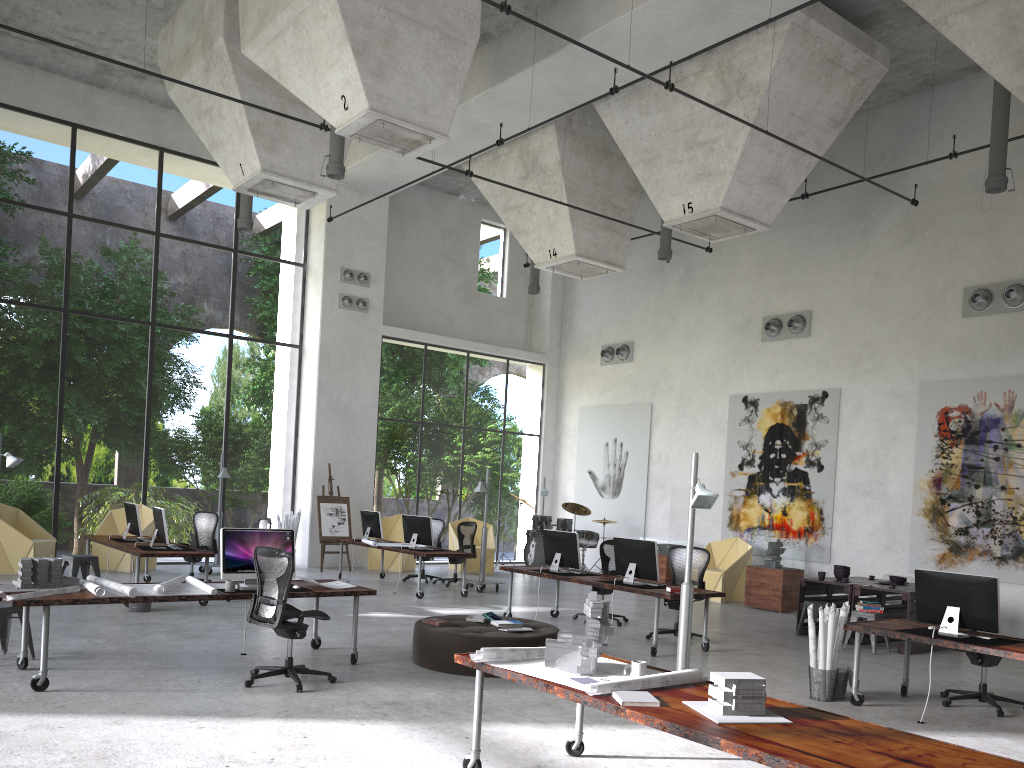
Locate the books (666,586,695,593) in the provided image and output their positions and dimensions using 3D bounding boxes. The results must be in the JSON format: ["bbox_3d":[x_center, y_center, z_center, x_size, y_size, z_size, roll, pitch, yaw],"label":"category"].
[{"bbox_3d":[1.917,2.348,10.025,0.285,0.052,0.203,4,-7,-6],"label":"books"}]

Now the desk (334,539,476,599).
[{"bbox_3d":[-1.931,3.150,15.137,0.979,0.723,3.130,6,-7,-37],"label":"desk"}]

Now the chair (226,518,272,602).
[{"bbox_3d":[-3.770,2.508,12.638,0.768,1.185,0.796,2,-2,41],"label":"chair"}]

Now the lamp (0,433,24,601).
[{"bbox_3d":[-6.655,1.704,11.322,0.597,2.153,0.578,3,0,-5],"label":"lamp"}]

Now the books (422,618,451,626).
[{"bbox_3d":[-0.760,2.397,8.849,0.254,0.032,0.176,-3,-9,43],"label":"books"}]

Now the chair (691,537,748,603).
[{"bbox_3d":[3.815,3.363,16.009,0.939,1.169,0.978,5,-3,-39],"label":"chair"}]

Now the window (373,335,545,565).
[{"bbox_3d":[-1.127,1.683,20.037,4.585,4.893,0.020,5,-1,-38],"label":"window"}]

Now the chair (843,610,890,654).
[{"bbox_3d":[4.508,3.129,11.129,0.439,0.489,0.419,6,-3,-43],"label":"chair"}]

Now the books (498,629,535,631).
[{"bbox_3d":[0.045,2.426,8.666,0.301,0.031,0.220,6,-7,-23],"label":"books"}]

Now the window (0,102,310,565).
[{"bbox_3d":[-6.755,-0.494,16.477,5.991,7.852,0.067,5,0,-38],"label":"window"}]

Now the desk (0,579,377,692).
[{"bbox_3d":[-2.868,2.220,8.002,3.147,0.723,0.973,8,-6,-38],"label":"desk"}]

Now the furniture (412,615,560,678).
[{"bbox_3d":[-0.259,2.663,9.000,1.516,0.428,1.509,8,-8,-36],"label":"furniture"}]

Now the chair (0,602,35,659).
[{"bbox_3d":[-4.580,2.216,7.836,0.419,0.489,0.440,2,-3,25],"label":"chair"}]

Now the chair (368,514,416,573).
[{"bbox_3d":[-2.470,3.284,18.222,0.978,1.169,0.939,3,-2,11],"label":"chair"}]

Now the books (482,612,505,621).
[{"bbox_3d":[-0.191,2.445,9.180,0.204,0.103,0.145,-1,-6,37],"label":"books"}]

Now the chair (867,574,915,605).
[{"bbox_3d":[5.716,3.298,13.231,0.692,0.819,0.777,1,-3,37],"label":"chair"}]

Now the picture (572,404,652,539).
[{"bbox_3d":[2.244,2.009,20.103,0.020,3.019,2.333,2,-1,-38],"label":"picture"}]

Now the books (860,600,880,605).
[{"bbox_3d":[4.536,2.771,11.140,0.204,0.025,0.145,2,-7,8],"label":"books"}]

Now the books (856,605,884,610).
[{"bbox_3d":[4.532,2.832,11.140,0.284,0.033,0.199,4,-7,-7],"label":"books"}]

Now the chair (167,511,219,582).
[{"bbox_3d":[-4.952,2.576,13.721,0.769,1.185,0.796,3,-2,16],"label":"chair"}]

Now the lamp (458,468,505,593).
[{"bbox_3d":[-0.477,2.538,15.320,0.598,2.153,0.577,3,0,-38],"label":"lamp"}]

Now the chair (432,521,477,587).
[{"bbox_3d":[-1.017,3.073,15.980,0.791,1.185,0.774,3,-2,16],"label":"chair"}]

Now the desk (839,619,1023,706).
[{"bbox_3d":[4.302,2.510,7.101,0.969,0.723,3.131,6,-7,-37],"label":"desk"}]

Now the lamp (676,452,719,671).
[{"bbox_3d":[1.388,1.617,6.957,0.580,2.153,0.595,3,0,-13],"label":"lamp"}]

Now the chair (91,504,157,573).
[{"bbox_3d":[-6.831,2.714,15.562,0.978,1.169,0.938,3,-2,8],"label":"chair"}]

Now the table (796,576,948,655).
[{"bbox_3d":[5.040,3.122,12.020,1.514,0.794,1.601,7,-7,-38],"label":"table"}]

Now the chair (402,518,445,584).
[{"bbox_3d":[-1.597,3.086,16.349,0.770,1.185,0.794,3,-2,1],"label":"chair"}]

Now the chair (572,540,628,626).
[{"bbox_3d":[1.265,2.750,12.314,0.790,1.185,0.774,2,-2,36],"label":"chair"}]

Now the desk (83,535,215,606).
[{"bbox_3d":[-5.290,2.649,12.590,0.969,0.723,3.131,6,-7,-37],"label":"desk"}]

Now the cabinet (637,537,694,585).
[{"bbox_3d":[2.976,3.515,17.080,0.747,1.013,0.734,5,-2,-38],"label":"cabinet"}]

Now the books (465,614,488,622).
[{"bbox_3d":[-0.364,2.456,9.213,0.197,0.035,0.287,2,-7,8],"label":"books"}]

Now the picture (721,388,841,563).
[{"bbox_3d":[4.842,1.656,16.049,0.020,3.019,2.351,2,-1,-38],"label":"picture"}]

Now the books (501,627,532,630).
[{"bbox_3d":[0.044,2.421,8.692,0.301,0.040,0.221,4,-7,-3],"label":"books"}]

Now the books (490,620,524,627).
[{"bbox_3d":[-0.050,2.443,8.957,0.285,0.033,0.198,6,-7,-25],"label":"books"}]

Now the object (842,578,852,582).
[{"bbox_3d":[4.519,2.651,11.868,0.116,0.056,0.138,-1,-7,38],"label":"object"}]

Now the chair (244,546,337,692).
[{"bbox_3d":[-1.942,1.994,7.627,0.768,1.185,0.796,2,-2,26],"label":"chair"}]

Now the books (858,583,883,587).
[{"bbox_3d":[4.718,2.639,11.565,0.304,0.030,0.225,1,-7,20],"label":"books"}]

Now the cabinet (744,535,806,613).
[{"bbox_3d":[4.469,3.216,14.934,0.597,1.255,0.741,4,-1,-38],"label":"cabinet"}]

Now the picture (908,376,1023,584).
[{"bbox_3d":[7.102,1.425,13.141,0.020,3.020,2.214,2,-1,-38],"label":"picture"}]

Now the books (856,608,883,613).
[{"bbox_3d":[4.530,2.866,11.140,0.284,0.035,0.199,2,-7,8],"label":"books"}]

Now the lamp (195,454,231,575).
[{"bbox_3d":[-5.241,2.325,15.735,0.581,2.153,0.594,3,0,-38],"label":"lamp"}]

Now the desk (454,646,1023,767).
[{"bbox_3d":[0.943,2.009,4.554,0.979,0.723,3.130,6,-7,-37],"label":"desk"}]

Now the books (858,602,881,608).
[{"bbox_3d":[4.530,2.799,11.143,0.254,0.032,0.176,2,-7,13],"label":"books"}]

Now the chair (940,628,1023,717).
[{"bbox_3d":[4.438,2.422,8.210,0.790,1.185,0.774,2,-2,41],"label":"chair"}]

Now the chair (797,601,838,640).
[{"bbox_3d":[4.149,3.201,11.884,0.420,0.489,0.439,3,-3,-3],"label":"chair"}]

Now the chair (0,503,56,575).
[{"bbox_3d":[-7.987,2.478,14.171,0.934,1.169,0.983,3,-2,-2],"label":"chair"}]

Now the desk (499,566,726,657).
[{"bbox_3d":[1.129,2.832,11.162,0.979,0.723,3.130,6,-7,-37],"label":"desk"}]

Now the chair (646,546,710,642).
[{"bbox_3d":[2.150,2.653,11.127,0.768,1.185,0.796,3,-2,21],"label":"chair"}]

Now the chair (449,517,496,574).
[{"bbox_3d":[-0.843,3.446,18.798,0.982,1.169,0.935,4,-2,-18],"label":"chair"}]
